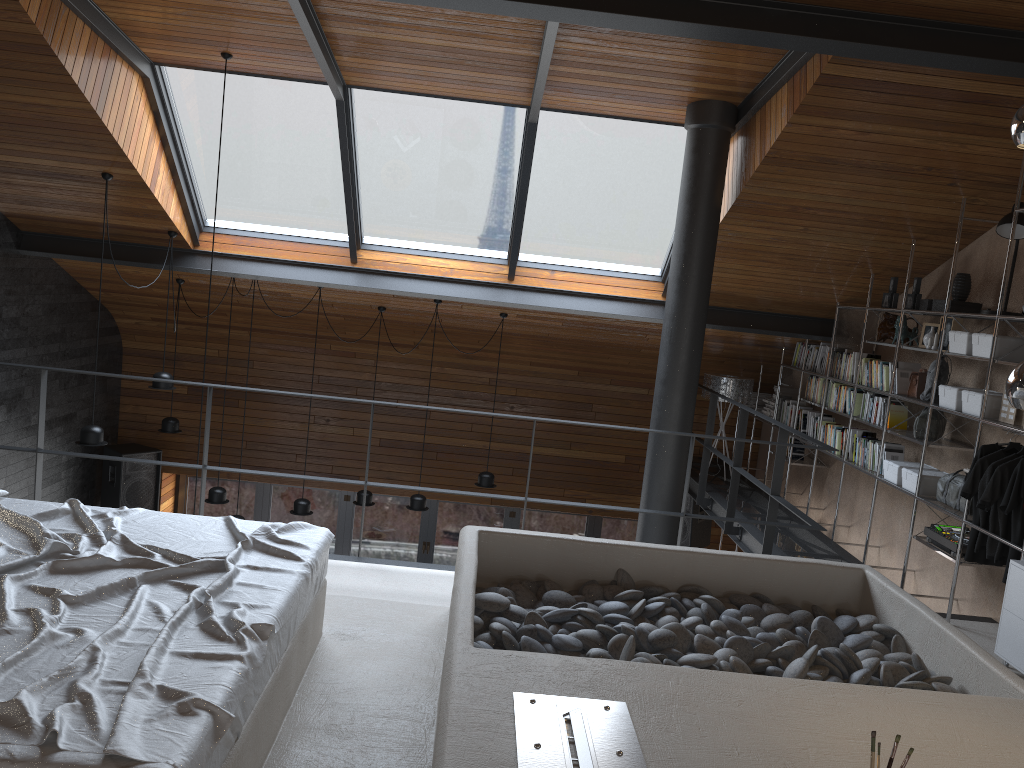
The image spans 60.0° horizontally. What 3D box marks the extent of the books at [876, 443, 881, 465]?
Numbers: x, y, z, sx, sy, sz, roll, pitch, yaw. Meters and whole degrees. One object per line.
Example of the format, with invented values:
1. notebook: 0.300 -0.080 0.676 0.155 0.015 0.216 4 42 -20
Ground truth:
1. books: 2.694 0.533 6.325 0.192 0.202 0.055 6 6 -2

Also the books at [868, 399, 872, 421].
1. books: 2.694 0.194 6.495 0.146 0.171 0.018 6 6 -2

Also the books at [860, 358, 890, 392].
1. books: 2.690 -0.067 6.456 0.139 0.206 0.498 6 6 -3

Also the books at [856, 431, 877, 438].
1. books: 2.656 0.475 6.663 0.148 0.232 0.053 6 6 -2

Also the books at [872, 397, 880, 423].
1. books: 2.692 0.194 6.409 0.148 0.190 0.013 6 6 -2

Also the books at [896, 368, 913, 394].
1. books: 2.707 -0.015 6.114 0.117 0.176 0.074 6 6 -2

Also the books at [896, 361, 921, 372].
1. books: 2.742 -0.043 6.126 0.177 0.209 0.082 6 6 -2

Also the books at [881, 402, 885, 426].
1. books: 2.683 0.220 6.282 0.130 0.167 0.046 6 6 -2

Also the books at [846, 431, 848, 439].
1. books: 2.637 0.471 6.822 0.131 0.205 0.051 6 6 -2

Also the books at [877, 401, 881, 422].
1. books: 2.703 0.212 6.359 0.148 0.167 0.014 6 6 -3

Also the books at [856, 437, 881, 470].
1. books: 2.649 0.509 6.508 0.136 0.210 0.273 6 6 -2

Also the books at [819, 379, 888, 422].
1. books: 2.670 0.119 6.970 0.138 0.212 1.041 6 6 -2

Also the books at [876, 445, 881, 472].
1. books: 2.671 0.538 6.313 0.148 0.189 0.053 6 6 -2

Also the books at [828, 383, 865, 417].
1. books: 2.651 0.123 6.948 0.139 0.208 0.494 6 6 -3

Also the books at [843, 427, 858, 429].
1. books: 2.636 0.449 6.931 0.117 0.220 0.054 6 6 -2

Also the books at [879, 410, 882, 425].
1. books: 2.692 0.227 6.321 0.128 0.143 0.009 6 6 -2

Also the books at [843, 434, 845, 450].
1. books: 2.637 0.472 6.877 0.126 0.197 0.047 6 6 -2

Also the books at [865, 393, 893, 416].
1. books: 2.722 0.172 6.574 0.192 0.204 0.012 6 6 -2

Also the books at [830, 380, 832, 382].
1. books: 2.678 0.079 7.307 0.143 0.218 0.020 6 6 -2

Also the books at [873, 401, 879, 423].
1. books: 2.689 0.210 6.396 0.143 0.161 0.019 6 6 -2

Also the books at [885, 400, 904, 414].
1. books: 2.684 0.216 6.226 0.129 0.186 0.050 6 6 -2

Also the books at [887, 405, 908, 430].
1. books: 2.694 0.232 6.195 0.129 0.165 0.056 6 6 -2

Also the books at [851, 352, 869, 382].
1. books: 2.681 -0.123 6.804 0.148 0.232 0.053 6 6 -2

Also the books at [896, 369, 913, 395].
1. books: 2.701 -0.011 6.102 0.112 0.169 0.068 6 6 -2

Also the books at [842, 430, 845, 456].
1. books: 2.636 0.464 6.893 0.123 0.203 0.054 6 6 -2

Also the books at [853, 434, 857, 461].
1. books: 2.646 0.487 6.673 0.149 0.205 0.049 6 6 -3

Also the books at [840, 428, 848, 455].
1. books: 2.644 0.456 6.912 0.155 0.215 0.055 6 6 -2

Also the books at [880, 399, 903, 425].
1. books: 2.700 0.207 6.308 0.129 0.188 0.010 6 6 -2

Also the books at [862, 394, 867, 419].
1. books: 2.703 0.175 6.599 0.169 0.189 0.018 6 6 -2

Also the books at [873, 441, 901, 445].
1. books: 2.696 0.523 6.389 0.207 0.205 0.053 6 6 -2

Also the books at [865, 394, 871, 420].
1. books: 2.699 0.178 6.562 0.148 0.190 0.013 6 6 -2

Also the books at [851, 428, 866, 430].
1. books: 2.639 0.460 6.775 0.143 0.236 0.062 6 6 -3

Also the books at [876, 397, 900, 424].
1. books: 2.703 0.196 6.374 0.146 0.195 0.023 6 6 -2

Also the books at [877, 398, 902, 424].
1. books: 2.700 0.202 6.343 0.148 0.190 0.013 6 6 -2

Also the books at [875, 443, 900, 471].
1. books: 2.689 0.529 6.336 0.191 0.205 0.055 6 6 -2

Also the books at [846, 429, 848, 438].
1. books: 2.649 0.465 6.851 0.137 0.216 0.049 6 6 -2

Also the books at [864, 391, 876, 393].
1. books: 2.724 0.163 6.637 0.207 0.207 0.010 6 6 -2

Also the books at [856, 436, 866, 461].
1. books: 2.647 0.493 6.635 0.137 0.201 0.047 6 6 -3

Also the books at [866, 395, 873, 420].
1. books: 2.699 0.182 6.533 0.160 0.187 0.021 6 6 -2

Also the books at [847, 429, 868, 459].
1. books: 2.622 0.462 6.744 0.148 0.232 0.053 6 6 -2

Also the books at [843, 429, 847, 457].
1. books: 2.636 0.463 6.864 0.133 0.218 0.051 6 6 -3

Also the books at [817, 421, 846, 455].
1. books: 2.610 0.432 7.156 0.139 0.211 0.467 6 6 -3

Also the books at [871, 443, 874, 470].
1. books: 2.658 0.529 6.377 0.148 0.189 0.053 6 6 -2

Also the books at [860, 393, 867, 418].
1. books: 2.685 0.169 6.626 0.148 0.190 0.013 6 6 -2

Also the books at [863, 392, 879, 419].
1. books: 2.717 0.168 6.585 0.191 0.207 0.012 6 6 -2

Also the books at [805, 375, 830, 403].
1. books: 2.640 0.044 7.596 0.130 0.216 0.311 6 6 -3

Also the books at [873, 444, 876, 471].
1. books: 2.675 0.535 6.350 0.169 0.188 0.058 6 6 -2

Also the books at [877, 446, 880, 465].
1. books: 2.671 0.542 6.284 0.160 0.187 0.060 6 6 -2

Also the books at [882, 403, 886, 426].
1. books: 2.691 0.222 6.269 0.148 0.167 0.053 6 6 -2

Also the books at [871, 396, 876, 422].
1. books: 2.687 0.192 6.422 0.148 0.190 0.013 6 6 -2

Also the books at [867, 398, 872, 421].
1. books: 2.681 0.194 6.508 0.130 0.169 0.010 6 6 -2

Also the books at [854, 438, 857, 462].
1. books: 2.637 0.501 6.648 0.131 0.180 0.042 6 6 -3
